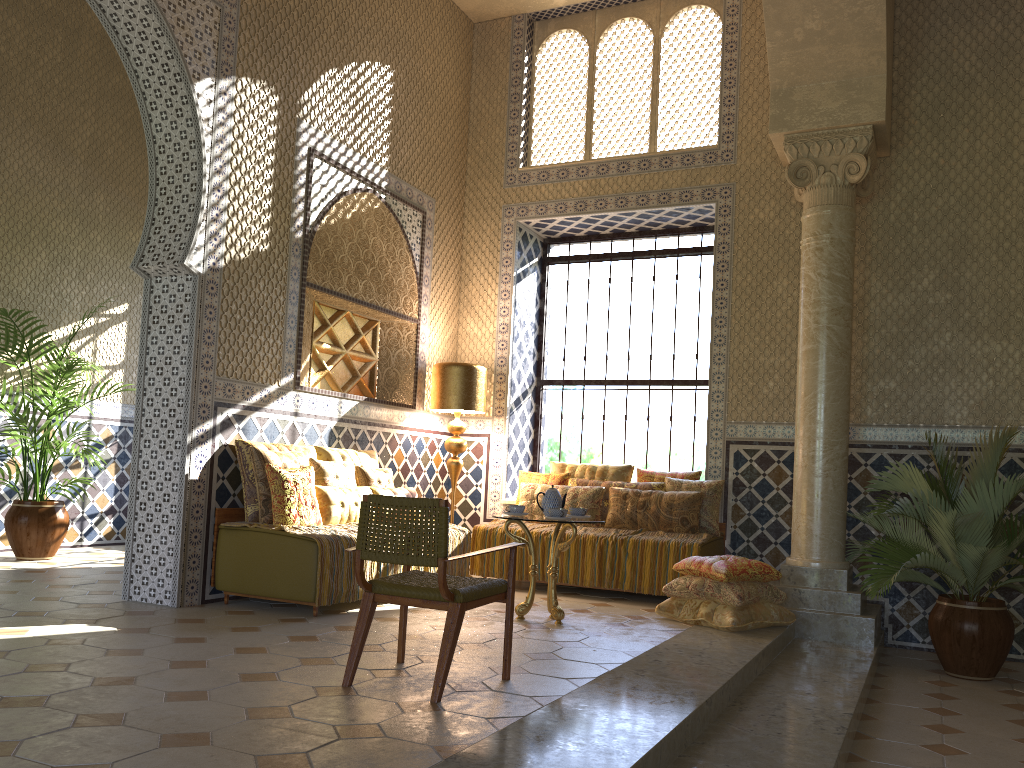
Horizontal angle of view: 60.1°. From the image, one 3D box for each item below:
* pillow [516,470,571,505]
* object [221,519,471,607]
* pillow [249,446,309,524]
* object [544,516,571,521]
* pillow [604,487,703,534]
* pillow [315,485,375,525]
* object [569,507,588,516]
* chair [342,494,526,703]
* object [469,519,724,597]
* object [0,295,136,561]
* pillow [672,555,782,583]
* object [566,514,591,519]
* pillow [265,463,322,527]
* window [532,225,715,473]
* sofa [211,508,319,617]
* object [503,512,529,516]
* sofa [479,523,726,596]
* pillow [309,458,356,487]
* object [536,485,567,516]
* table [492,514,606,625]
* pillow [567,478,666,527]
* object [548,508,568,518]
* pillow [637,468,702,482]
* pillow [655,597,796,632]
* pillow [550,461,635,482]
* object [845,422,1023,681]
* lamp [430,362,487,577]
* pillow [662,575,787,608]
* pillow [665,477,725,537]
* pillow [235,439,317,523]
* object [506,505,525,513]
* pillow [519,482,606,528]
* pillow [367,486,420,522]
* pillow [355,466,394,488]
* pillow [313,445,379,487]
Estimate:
[{"bbox_3d":[0.373,1.490,11.634,0.740,0.691,0.342,1,-4,26],"label":"pillow"},{"bbox_3d":[-1.640,1.810,9.433,1.313,0.715,2.898,0,-6,26],"label":"object"},{"bbox_3d":[-2.279,1.036,8.870,0.383,0.778,0.837,1,-5,26],"label":"pillow"},{"bbox_3d":[0.426,1.247,8.211,0.255,0.032,0.257,0,-6,22],"label":"object"},{"bbox_3d":[1.699,1.547,10.731,1.191,0.545,0.330,0,-4,26],"label":"pillow"},{"bbox_3d":[-1.750,1.302,9.330,0.271,0.449,0.987,1,-6,26],"label":"pillow"},{"bbox_3d":[0.657,1.282,8.805,0.183,0.100,0.184,1,-5,14],"label":"object"},{"bbox_3d":[-0.544,1.343,5.837,0.950,1.206,0.910,1,-4,26],"label":"chair"},{"bbox_3d":[1.019,2.096,10.916,2.885,0.716,1.320,0,-6,26],"label":"object"},{"bbox_3d":[-6.128,0.469,11.308,2.256,3.542,2.764,1,-4,29],"label":"object"},{"bbox_3d":[2.171,1.890,8.960,0.749,0.310,0.805,6,-6,-30],"label":"pillow"},{"bbox_3d":[0.655,1.320,8.804,0.255,0.032,0.257,2,-6,4],"label":"object"},{"bbox_3d":[-2.109,1.113,8.624,0.344,0.649,0.687,1,-5,25],"label":"pillow"},{"bbox_3d":[-1.025,-0.246,13.633,8.480,3.979,0.576,1,-3,22],"label":"window"},{"bbox_3d":[-1.690,1.820,9.470,1.273,0.934,2.862,1,-6,25],"label":"sofa"},{"bbox_3d":[0.037,1.280,8.709,0.255,0.032,0.257,2,-6,4],"label":"object"},{"bbox_3d":[1.082,2.112,10.955,2.848,0.934,1.279,0,-6,26],"label":"sofa"},{"bbox_3d":[-1.892,1.156,9.506,0.340,0.691,0.744,1,-5,26],"label":"pillow"},{"bbox_3d":[0.385,1.139,8.596,0.272,0.323,0.200,2,-4,15],"label":"object"},{"bbox_3d":[0.333,1.782,8.530,1.103,0.978,1.102,6,-6,-35],"label":"table"},{"bbox_3d":[1.273,1.518,11.179,1.341,0.613,0.372,0,-4,26],"label":"pillow"},{"bbox_3d":[0.429,1.209,8.212,0.183,0.100,0.184,1,-6,22],"label":"object"},{"bbox_3d":[1.935,1.474,11.198,0.855,0.798,0.395,1,-4,26],"label":"pillow"},{"bbox_3d":[2.161,2.300,8.955,1.045,0.367,0.992,7,-7,-39],"label":"pillow"},{"bbox_3d":[0.977,1.439,11.593,1.192,0.830,0.424,0,-4,26],"label":"pillow"},{"bbox_3d":[4.616,1.620,8.652,2.640,2.495,2.173,2,-4,12],"label":"object"},{"bbox_3d":[-0.765,1.149,11.795,0.737,2.806,0.739,3,-3,-5],"label":"lamp"},{"bbox_3d":[2.150,2.098,8.964,0.883,0.346,0.932,8,-8,-44],"label":"pillow"},{"bbox_3d":[2.185,1.490,10.769,0.740,0.691,0.342,1,-4,26],"label":"pillow"},{"bbox_3d":[-2.362,1.020,9.160,0.422,0.829,1.197,1,-5,26],"label":"pillow"},{"bbox_3d":[0.039,1.242,8.710,0.183,0.100,0.184,2,-5,7],"label":"object"},{"bbox_3d":[0.593,1.548,11.259,1.191,0.545,0.330,0,-4,26],"label":"pillow"},{"bbox_3d":[-1.349,1.409,10.175,0.271,0.449,0.987,1,-6,26],"label":"pillow"},{"bbox_3d":[-1.550,1.278,10.228,0.313,0.636,0.684,1,-5,26],"label":"pillow"},{"bbox_3d":[-1.850,1.158,10.238,0.422,0.829,1.197,1,-5,26],"label":"pillow"}]
